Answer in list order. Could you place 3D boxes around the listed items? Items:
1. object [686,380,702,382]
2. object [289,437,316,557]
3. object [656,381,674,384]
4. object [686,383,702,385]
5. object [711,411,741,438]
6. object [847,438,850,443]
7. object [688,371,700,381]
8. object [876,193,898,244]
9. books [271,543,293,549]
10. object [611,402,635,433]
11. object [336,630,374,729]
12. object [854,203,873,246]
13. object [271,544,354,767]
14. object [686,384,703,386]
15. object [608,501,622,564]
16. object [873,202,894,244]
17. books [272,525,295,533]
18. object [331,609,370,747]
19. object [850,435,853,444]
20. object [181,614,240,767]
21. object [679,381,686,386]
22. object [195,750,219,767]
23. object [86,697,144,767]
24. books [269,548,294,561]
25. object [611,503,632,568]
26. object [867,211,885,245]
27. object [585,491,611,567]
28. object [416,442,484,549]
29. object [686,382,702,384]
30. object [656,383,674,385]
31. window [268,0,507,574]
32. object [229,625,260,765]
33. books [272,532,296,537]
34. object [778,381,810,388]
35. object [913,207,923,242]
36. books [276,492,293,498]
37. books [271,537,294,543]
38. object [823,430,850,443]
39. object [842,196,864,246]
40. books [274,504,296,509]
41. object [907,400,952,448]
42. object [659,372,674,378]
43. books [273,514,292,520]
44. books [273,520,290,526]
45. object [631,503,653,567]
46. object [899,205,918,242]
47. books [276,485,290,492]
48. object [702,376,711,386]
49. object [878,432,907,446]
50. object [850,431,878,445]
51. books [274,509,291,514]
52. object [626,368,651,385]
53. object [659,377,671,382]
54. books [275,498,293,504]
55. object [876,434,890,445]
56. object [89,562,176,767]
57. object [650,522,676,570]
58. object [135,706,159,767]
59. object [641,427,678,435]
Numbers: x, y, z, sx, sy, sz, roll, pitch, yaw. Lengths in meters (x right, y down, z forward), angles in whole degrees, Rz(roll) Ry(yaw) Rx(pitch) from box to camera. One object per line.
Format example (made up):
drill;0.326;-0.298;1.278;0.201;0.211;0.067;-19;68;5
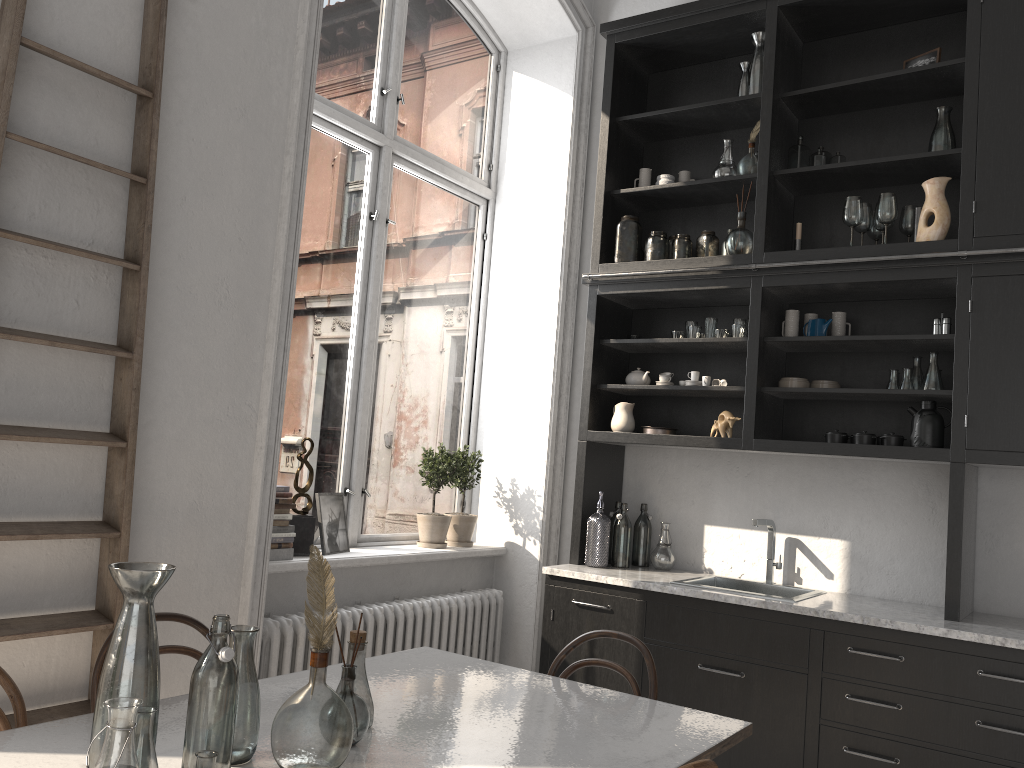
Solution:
object;0.845;-0.006;4.100;0.085;0.016;0.085;6;-5;-15
object;-0.872;0.465;3.687;0.122;0.488;0.102;7;-5;-31
object;0.722;0.000;4.195;0.085;0.017;0.085;2;-6;30
object;0.845;0.008;4.099;0.085;0.015;0.085;3;-5;21
object;0.943;0.179;3.919;0.070;0.123;0.173;6;-5;-23
object;1.384;0.233;3.775;0.088;0.059;0.104;1;-6;33
object;0.844;-0.030;4.106;0.039;0.055;0.049;8;-6;-35
object;1.520;-0.659;3.599;0.083;0.221;0.083;5;-5;-9
books;-1.008;0.625;3.463;0.175;0.023;0.250;2;-6;30
object;0.530;0.163;4.222;0.115;0.144;0.127;3;-5;13
object;-0.359;0.671;2.019;0.101;0.211;0.101;6;-5;-16
object;1.481;-0.649;3.747;0.083;0.221;0.083;2;-5;26
object;-0.373;0.526;1.720;0.157;0.445;0.157;8;-6;-38
object;0.845;0.014;4.098;0.085;0.015;0.085;3;-5;21
object;0.510;0.723;4.316;0.086;0.301;0.086;8;-6;-41
object;1.550;-0.648;3.700;0.083;0.221;0.083;1;-5;33
books;-1.012;0.563;3.485;0.193;0.028;0.246;2;-6;29
object;-0.350;0.625;1.897;0.106;0.283;0.107;2;-5;29
object;1.464;0.234;3.717;0.088;0.059;0.104;7;-5;-27
object;-0.547;0.576;1.623;0.086;0.301;0.086;3;-5;20
object;0.816;0.005;4.183;0.056;0.033;0.058;8;-6;-38
object;-0.520;0.672;1.497;0.058;0.094;0.058;7;-5;-27
object;-0.593;0.588;1.328;0.132;0.219;0.132;2;-5;24
books;-1.013;0.657;3.459;0.192;0.043;0.248;1;-6;34
object;0.522;0.714;4.192;0.086;0.301;0.086;3;-5;20
object;1.577;-0.634;3.833;0.083;0.221;0.083;6;-5;-24
object;0.404;0.673;4.133;0.109;0.349;0.109;3;-5;15
object;-0.324;0.561;4.500;0.234;0.523;0.500;2;-5;24
object;0.846;0.001;4.099;0.085;0.016;0.085;7;-5;-24
object;0.724;0.007;4.193;0.085;0.015;0.085;9;-7;-42
window;0.705;-4.328;11.458;26.395;15.924;14.396;1;-6;34
object;-0.545;0.612;1.756;0.100;0.255;0.098;4;-5;11
books;-1.012;0.584;3.483;0.192;0.014;0.255;1;-6;37
object;-0.890;0.575;1.802;0.792;1.841;5.831;1;-6;39
object;1.666;-0.627;3.626;0.046;0.186;0.046;4;-5;7
books;-0.996;0.431;3.497;0.155;0.020;0.205;1;-6;34
books;-1.006;0.602;3.465;0.175;0.023;0.249;1;-6;35
object;1.334;0.218;3.648;0.104;0.059;0.088;2;-5;23
object;1.410;-0.661;3.671;0.083;0.221;0.083;6;-5;-24
books;-1.002;0.473;3.489;0.174;0.019;0.244;1;-6;34
object;1.641;0.162;3.491;0.124;0.191;0.129;7;-5;-28
object;0.726;-0.034;4.196;0.055;0.047;0.058;9;-6;-41
books;-1.004;0.516;3.496;0.158;0.024;0.222;1;-6;34
books;-1.003;0.539;3.488;0.205;0.022;0.155;9;-7;-41
object;0.633;0.732;4.308;0.086;0.301;0.086;5;-5;-10
object;1.672;-0.635;3.733;0.083;0.221;0.083;1;-5;33
books;-1.005;0.409;3.499;0.159;0.024;0.201;2;-5;24
object;0.884;-0.007;4.050;0.049;0.054;0.039;7;-5;-30
object;1.518;0.223;3.539;0.088;0.059;0.104;0;-7;43
object;1.423;0.219;3.578;0.104;0.059;0.088;3;-5;13
books;-1.000;0.494;3.492;0.155;0.022;0.205;2;-6;29
object;0.611;-0.028;4.308;0.125;0.100;0.140;3;-5;16
object;0.724;-0.014;4.194;0.055;0.033;0.058;4;-5;9
books;-1.005;0.451;3.484;0.231;0.023;0.162;9;-7;-40
object;1.553;0.236;3.660;0.104;0.059;0.088;5;-5;-2
object;-0.691;0.523;1.609;0.116;0.382;0.116;9;-6;-44
object;0.723;0.770;4.217;0.120;0.219;0.132;1;-6;34
object;-0.629;0.632;1.502;0.083;0.158;0.083;2;-5;30
object;0.695;0.228;4.186;0.180;0.037;0.180;3;-5;19
